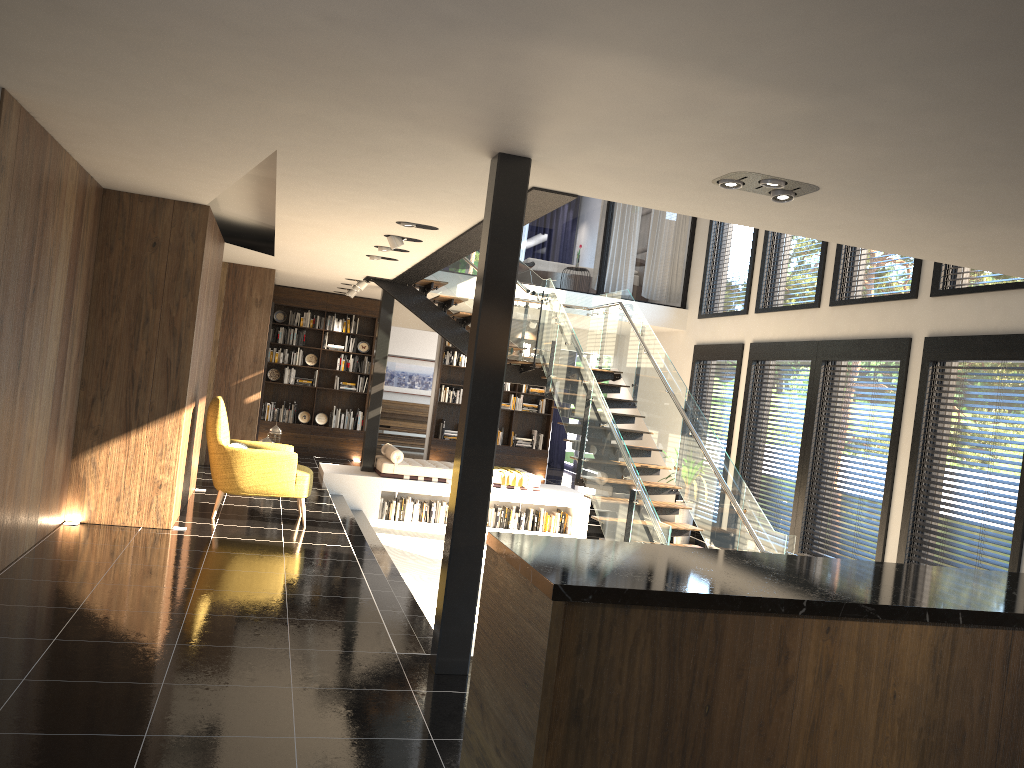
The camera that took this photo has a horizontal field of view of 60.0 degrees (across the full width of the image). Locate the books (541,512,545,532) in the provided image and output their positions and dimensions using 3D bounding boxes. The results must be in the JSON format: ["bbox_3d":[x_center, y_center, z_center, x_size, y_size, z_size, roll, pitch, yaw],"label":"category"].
[{"bbox_3d":[0.416,1.964,12.724,0.023,0.283,0.175,7,0,-15],"label":"books"}]

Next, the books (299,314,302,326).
[{"bbox_3d":[-3.461,-1.037,14.478,0.025,0.203,0.156,7,0,-15],"label":"books"}]

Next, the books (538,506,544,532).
[{"bbox_3d":[0.397,1.936,12.709,0.028,0.334,0.205,7,0,-15],"label":"books"}]

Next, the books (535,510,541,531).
[{"bbox_3d":[0.359,1.957,12.734,0.027,0.284,0.177,7,0,-15],"label":"books"}]

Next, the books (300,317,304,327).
[{"bbox_3d":[-3.427,-1.009,14.459,0.035,0.156,0.186,7,0,-15],"label":"books"}]

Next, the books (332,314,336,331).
[{"bbox_3d":[-2.921,-1.007,14.549,0.011,0.276,0.287,7,0,-15],"label":"books"}]

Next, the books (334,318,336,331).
[{"bbox_3d":[-2.923,-0.977,14.603,0.019,0.216,0.214,7,0,-15],"label":"books"}]

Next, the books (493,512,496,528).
[{"bbox_3d":[-0.270,1.908,12.556,0.027,0.226,0.165,7,0,-15],"label":"books"}]

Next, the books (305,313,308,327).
[{"bbox_3d":[-3.348,-1.042,14.448,0.025,0.239,0.220,7,0,-15],"label":"books"}]

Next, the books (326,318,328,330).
[{"bbox_3d":[-3.041,-0.986,14.557,0.021,0.204,0.224,7,0,-15],"label":"books"}]

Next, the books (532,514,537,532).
[{"bbox_3d":[0.303,1.977,12.683,0.032,0.229,0.228,7,0,-15],"label":"books"}]

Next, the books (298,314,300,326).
[{"bbox_3d":[-3.474,-1.044,14.456,0.014,0.212,0.184,7,0,-15],"label":"books"}]

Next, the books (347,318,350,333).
[{"bbox_3d":[-2.714,-0.967,14.682,0.064,0.247,0.209,7,0,-15],"label":"books"}]

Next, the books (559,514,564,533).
[{"bbox_3d":[0.701,2.005,12.798,0.030,0.273,0.185,7,0,-15],"label":"books"}]

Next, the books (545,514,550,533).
[{"bbox_3d":[0.487,1.990,12.721,0.025,0.249,0.208,7,0,-15],"label":"books"}]

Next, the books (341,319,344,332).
[{"bbox_3d":[-2.809,-0.966,14.659,0.042,0.223,0.163,7,0,-15],"label":"books"}]

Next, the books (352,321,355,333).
[{"bbox_3d":[-2.634,-0.942,14.719,0.037,0.218,0.144,7,0,-15],"label":"books"}]

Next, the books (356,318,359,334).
[{"bbox_3d":[-2.570,-0.956,14.686,0.013,0.262,0.217,7,0,-15],"label":"books"}]

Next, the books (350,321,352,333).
[{"bbox_3d":[-2.673,-0.936,14.683,0.021,0.197,0.200,7,0,-15],"label":"books"}]

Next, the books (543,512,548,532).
[{"bbox_3d":[0.459,1.969,12.737,0.025,0.285,0.164,7,0,-15],"label":"books"}]

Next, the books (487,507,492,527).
[{"bbox_3d":[-0.325,1.883,12.552,0.026,0.263,0.156,7,0,-15],"label":"books"}]

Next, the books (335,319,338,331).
[{"bbox_3d":[-2.906,-0.971,14.626,0.027,0.207,0.203,7,0,-15],"label":"books"}]

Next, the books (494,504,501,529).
[{"bbox_3d":[-0.224,1.869,12.537,0.043,0.316,0.209,7,0,-15],"label":"books"}]

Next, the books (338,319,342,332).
[{"bbox_3d":[-2.842,-0.965,14.634,0.034,0.211,0.205,7,0,-15],"label":"books"}]

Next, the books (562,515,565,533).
[{"bbox_3d":[0.720,2.016,12.817,0.019,0.255,0.180,7,0,-15],"label":"books"}]

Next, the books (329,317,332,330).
[{"bbox_3d":[-2.989,-0.993,14.562,0.014,0.231,0.280,7,0,-15],"label":"books"}]

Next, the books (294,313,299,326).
[{"bbox_3d":[-3.507,-1.050,14.441,0.059,0.216,0.159,7,0,-15],"label":"books"}]

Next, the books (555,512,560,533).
[{"bbox_3d":[0.635,1.990,12.776,0.028,0.285,0.210,7,0,-15],"label":"books"}]

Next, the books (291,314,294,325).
[{"bbox_3d":[-3.576,-1.040,14.436,0.020,0.180,0.153,7,0,-15],"label":"books"}]

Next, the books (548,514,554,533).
[{"bbox_3d":[0.553,2.000,12.741,0.024,0.246,0.211,7,0,-15],"label":"books"}]

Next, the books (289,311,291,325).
[{"bbox_3d":[-3.610,-1.072,14.416,0.017,0.234,0.199,7,0,-15],"label":"books"}]

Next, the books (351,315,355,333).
[{"bbox_3d":[-2.639,-0.985,14.653,0.017,0.302,0.266,7,0,-15],"label":"books"}]

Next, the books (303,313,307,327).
[{"bbox_3d":[-3.382,-1.042,14.452,0.039,0.230,0.205,7,0,-15],"label":"books"}]

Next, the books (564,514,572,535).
[{"bbox_3d":[0.798,2.021,12.805,0.037,0.264,0.272,7,0,-15],"label":"books"}]

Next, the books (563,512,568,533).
[{"bbox_3d":[0.751,2.004,12.830,0.043,0.287,0.147,7,0,-15],"label":"books"}]

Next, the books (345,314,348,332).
[{"bbox_3d":[-2.738,-0.998,14.631,0.015,0.303,0.251,7,0,-15],"label":"books"}]

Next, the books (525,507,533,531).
[{"bbox_3d":[0.246,1.929,12.684,0.027,0.312,0.189,7,0,-15],"label":"books"}]

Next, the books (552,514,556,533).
[{"bbox_3d":[0.574,2.002,12.752,0.021,0.248,0.197,7,0,-15],"label":"books"}]

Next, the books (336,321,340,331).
[{"bbox_3d":[-2.878,-0.949,14.631,0.034,0.171,0.158,7,0,-15],"label":"books"}]

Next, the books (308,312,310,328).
[{"bbox_3d":[-3.320,-1.041,14.480,0.020,0.245,0.228,7,0,-15],"label":"books"}]

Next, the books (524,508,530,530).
[{"bbox_3d":[0.197,1.932,12.686,0.066,0.294,0.142,7,0,-15],"label":"books"}]

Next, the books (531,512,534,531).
[{"bbox_3d":[0.267,1.959,12.705,0.030,0.256,0.160,7,0,-15],"label":"books"}]

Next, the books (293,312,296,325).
[{"bbox_3d":[-3.546,-1.058,14.423,0.026,0.222,0.202,7,0,-15],"label":"books"}]

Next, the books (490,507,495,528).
[{"bbox_3d":[-0.290,1.882,12.533,0.030,0.273,0.168,7,0,-15],"label":"books"}]

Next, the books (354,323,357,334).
[{"bbox_3d":[-2.599,-0.921,14.703,0.027,0.186,0.220,7,0,-15],"label":"books"}]

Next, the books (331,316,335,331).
[{"bbox_3d":[-2.957,-0.994,14.587,0.035,0.241,0.208,7,0,-15],"label":"books"}]

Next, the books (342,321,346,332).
[{"bbox_3d":[-2.777,-0.946,14.667,0.029,0.191,0.177,7,0,-15],"label":"books"}]

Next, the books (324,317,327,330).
[{"bbox_3d":[-3.074,-0.994,14.595,0.023,0.213,0.194,7,0,-15],"label":"books"}]

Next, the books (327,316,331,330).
[{"bbox_3d":[-3.016,-0.999,14.575,0.033,0.237,0.231,7,0,-15],"label":"books"}]

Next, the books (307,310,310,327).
[{"bbox_3d":[-3.327,-1.059,14.452,0.012,0.278,0.228,7,0,-15],"label":"books"}]

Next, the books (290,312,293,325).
[{"bbox_3d":[-3.582,-1.059,14.386,0.024,0.216,0.210,7,0,-15],"label":"books"}]

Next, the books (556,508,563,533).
[{"bbox_3d":[0.667,1.973,12.799,0.042,0.328,0.205,7,0,-15],"label":"books"}]

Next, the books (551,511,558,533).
[{"bbox_3d":[0.598,1.986,12.786,0.039,0.284,0.199,7,0,-15],"label":"books"}]

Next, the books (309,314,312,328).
[{"bbox_3d":[-3.304,-1.034,14.496,0.020,0.235,0.206,7,0,-15],"label":"books"}]

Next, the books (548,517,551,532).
[{"bbox_3d":[0.521,2.011,12.766,0.022,0.216,0.137,7,0,-15],"label":"books"}]

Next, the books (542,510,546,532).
[{"bbox_3d":[0.437,1.957,12.733,0.021,0.302,0.167,7,0,-15],"label":"books"}]

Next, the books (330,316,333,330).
[{"bbox_3d":[-2.975,-0.995,14.561,0.013,0.239,0.255,7,0,-15],"label":"books"}]
